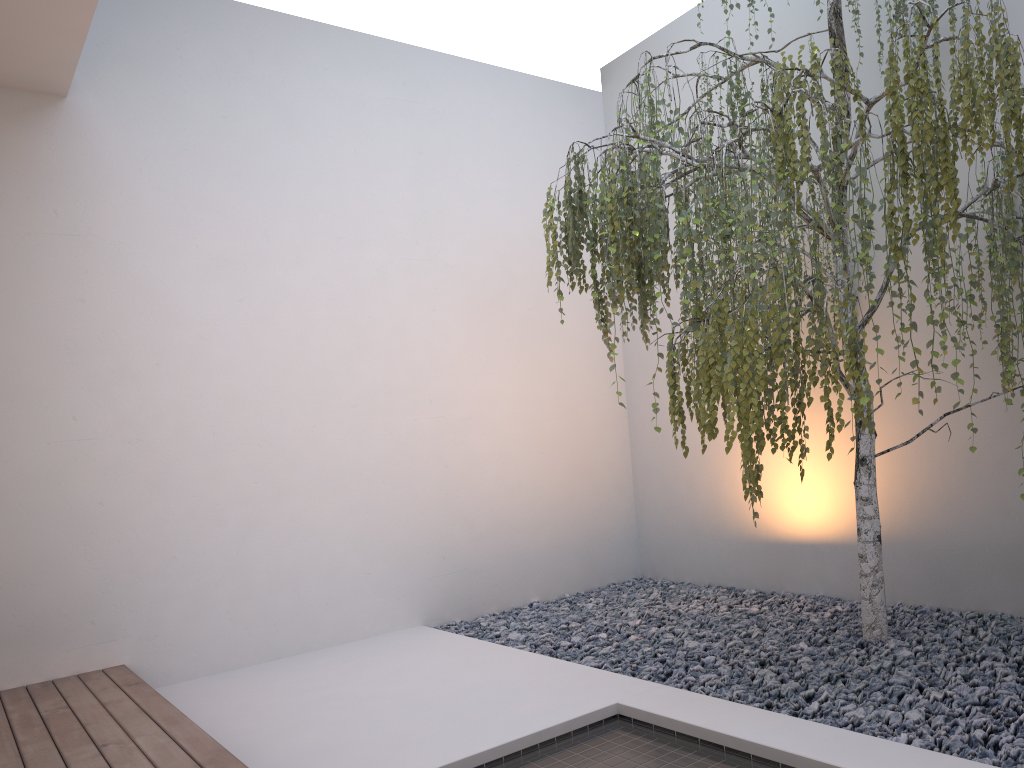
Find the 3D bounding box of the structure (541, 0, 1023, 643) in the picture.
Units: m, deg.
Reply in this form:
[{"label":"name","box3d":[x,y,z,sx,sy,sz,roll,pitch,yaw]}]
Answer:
[{"label":"structure","box3d":[1.118,-0.887,3.280,2.025,3.996,2.088,-6,0,-40]}]
